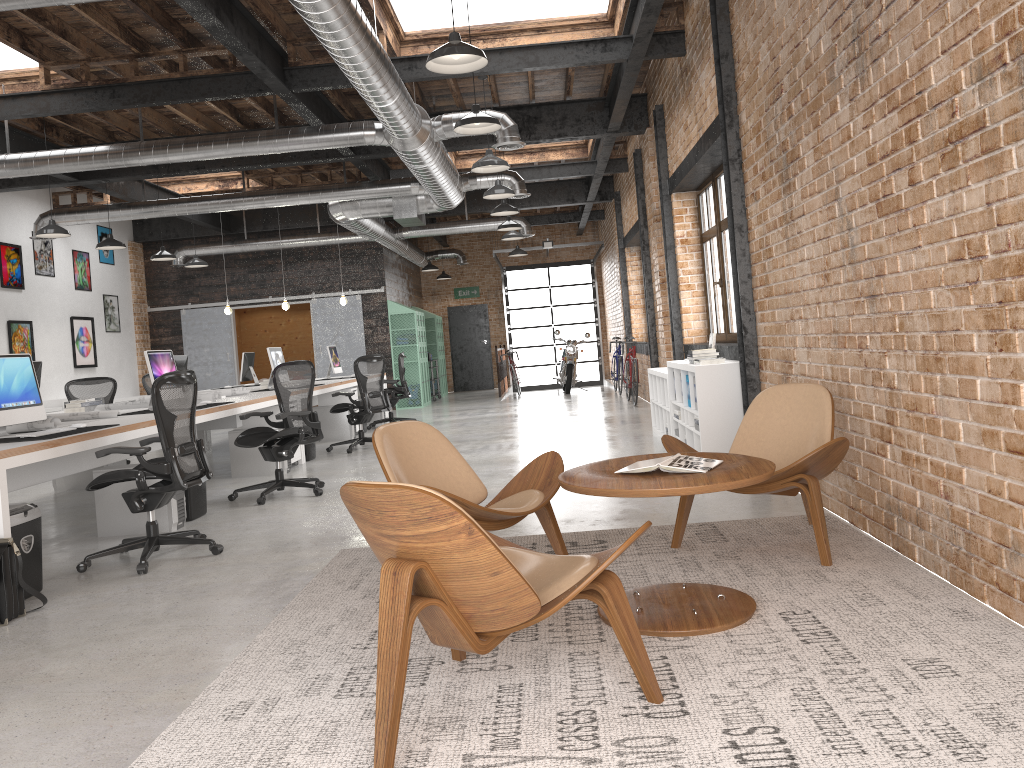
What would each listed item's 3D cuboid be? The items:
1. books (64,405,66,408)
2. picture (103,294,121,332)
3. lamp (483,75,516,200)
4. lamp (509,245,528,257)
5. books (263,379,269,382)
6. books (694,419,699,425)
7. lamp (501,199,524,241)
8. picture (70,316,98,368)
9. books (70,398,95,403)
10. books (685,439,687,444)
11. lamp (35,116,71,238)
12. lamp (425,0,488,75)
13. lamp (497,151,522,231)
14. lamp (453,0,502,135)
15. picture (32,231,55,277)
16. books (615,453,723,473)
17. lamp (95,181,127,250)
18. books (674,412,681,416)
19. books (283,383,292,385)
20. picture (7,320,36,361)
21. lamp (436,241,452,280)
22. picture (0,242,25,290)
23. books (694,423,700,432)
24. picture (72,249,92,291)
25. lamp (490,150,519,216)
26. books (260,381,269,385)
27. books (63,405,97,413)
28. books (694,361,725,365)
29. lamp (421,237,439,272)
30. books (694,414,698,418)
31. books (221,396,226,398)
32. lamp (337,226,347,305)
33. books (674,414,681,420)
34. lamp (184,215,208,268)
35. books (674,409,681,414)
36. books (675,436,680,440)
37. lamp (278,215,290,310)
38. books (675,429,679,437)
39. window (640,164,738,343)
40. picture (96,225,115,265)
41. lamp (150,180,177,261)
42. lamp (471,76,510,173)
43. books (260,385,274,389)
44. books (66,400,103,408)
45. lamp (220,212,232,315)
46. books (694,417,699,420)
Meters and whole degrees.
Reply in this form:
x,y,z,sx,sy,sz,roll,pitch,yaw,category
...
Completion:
x,y,z,sx,sy,sz,roll,pitch,yaw,category
-6.797,0.456,13.284,0.232,0.261,0.062,-5,0,2,books
-7.083,-1.245,15.675,0.018,0.662,0.533,-5,1,2,picture
-0.196,-2.741,9.745,0.362,1.363,0.361,-5,0,-25,lamp
0.080,-2.821,16.504,0.362,0.856,0.361,-5,0,-20,lamp
-2.987,-0.052,10.993,0.153,0.030,0.185,-5,3,0,books
1.519,0.274,6.769,0.207,0.067,0.275,-5,2,2,books
-0.021,-2.689,13.819,0.361,0.856,0.362,-5,0,20,lamp
-7.064,-0.687,14.611,0.054,0.842,0.677,-5,1,2,picture
-4.048,0.158,8.344,0.153,0.030,0.185,-5,3,0,books
1.585,0.476,7.487,0.207,0.067,0.275,-5,2,2,books
-5.199,-2.339,9.933,0.362,1.363,0.362,-5,0,-5,lamp
-0.351,-2.259,5.083,0.362,0.856,0.361,-5,0,-20,lamp
-0.088,-2.882,12.616,0.361,1.363,0.362,-5,0,10,lamp
-0.313,-2.588,6.635,0.361,1.363,0.362,-5,0,20,lamp
-7.229,-1.997,13.667,0.018,0.662,0.533,-5,1,2,picture
0.599,0.300,3.375,0.349,0.035,0.257,-3,3,28,books
-5.129,-2.151,11.253,0.361,0.856,0.362,-5,0,10,lamp
1.566,0.248,7.874,0.219,0.034,0.260,-5,3,2,books
-2.944,0.005,11.741,0.243,0.019,0.206,-3,3,40,books
-7.127,-0.572,12.872,0.044,0.697,0.560,-5,1,2,picture
-1.634,-3.111,20.593,0.362,1.338,0.361,-5,0,-20,lamp
-7.230,-1.698,12.783,0.042,0.653,0.525,-5,1,2,picture
1.530,0.324,6.776,0.217,0.072,0.290,-5,2,2,books
-7.173,-1.888,14.776,0.018,0.662,0.533,-5,1,2,picture
-0.125,-2.553,11.065,0.361,0.856,0.362,-5,0,25,lamp
-2.970,-0.021,10.992,0.192,0.044,0.258,-4,3,20,books
-4.050,0.237,8.328,0.200,0.050,0.272,-5,3,0,books
1.515,-0.161,6.803,0.187,0.014,0.253,-5,3,2,books
-1.727,-2.989,18.124,0.362,1.338,0.361,-5,0,-20,lamp
1.517,0.230,6.757,0.214,0.052,0.252,-5,3,2,books
-3.023,0.142,8.855,0.200,0.024,0.236,-3,3,36,books
-2.714,-2.076,13.929,0.123,1.678,0.123,-5,0,0,lamp
1.565,0.274,7.883,0.207,0.061,0.274,-5,2,2,books
-5.025,-2.287,14.008,0.361,0.856,0.362,-5,0,20,lamp
1.563,0.230,7.870,0.214,0.046,0.251,-5,3,2,books
1.585,0.468,7.917,0.214,0.046,0.251,-5,3,2,books
-3.630,-2.002,13.964,0.123,1.678,0.123,-5,0,0,lamp
1.587,0.430,7.935,0.217,0.078,0.291,-5,2,2,books
2.103,-1.343,10.922,0.147,1.690,8.643,-5,3,2,window
-7.183,-2.450,15.656,0.018,0.662,0.533,-5,1,2,picture
-5.091,-2.480,12.804,0.361,1.363,0.362,-5,0,10,lamp
-0.234,-2.412,8.194,0.361,0.856,0.362,-5,0,20,lamp
-2.989,0.028,10.977,0.200,0.050,0.272,-5,3,0,books
-4.031,0.188,8.343,0.192,0.044,0.258,-4,3,20,books
-4.547,-1.928,13.998,0.123,1.678,0.123,-5,0,0,lamp
1.519,0.248,6.761,0.219,0.039,0.260,-5,3,2,books
